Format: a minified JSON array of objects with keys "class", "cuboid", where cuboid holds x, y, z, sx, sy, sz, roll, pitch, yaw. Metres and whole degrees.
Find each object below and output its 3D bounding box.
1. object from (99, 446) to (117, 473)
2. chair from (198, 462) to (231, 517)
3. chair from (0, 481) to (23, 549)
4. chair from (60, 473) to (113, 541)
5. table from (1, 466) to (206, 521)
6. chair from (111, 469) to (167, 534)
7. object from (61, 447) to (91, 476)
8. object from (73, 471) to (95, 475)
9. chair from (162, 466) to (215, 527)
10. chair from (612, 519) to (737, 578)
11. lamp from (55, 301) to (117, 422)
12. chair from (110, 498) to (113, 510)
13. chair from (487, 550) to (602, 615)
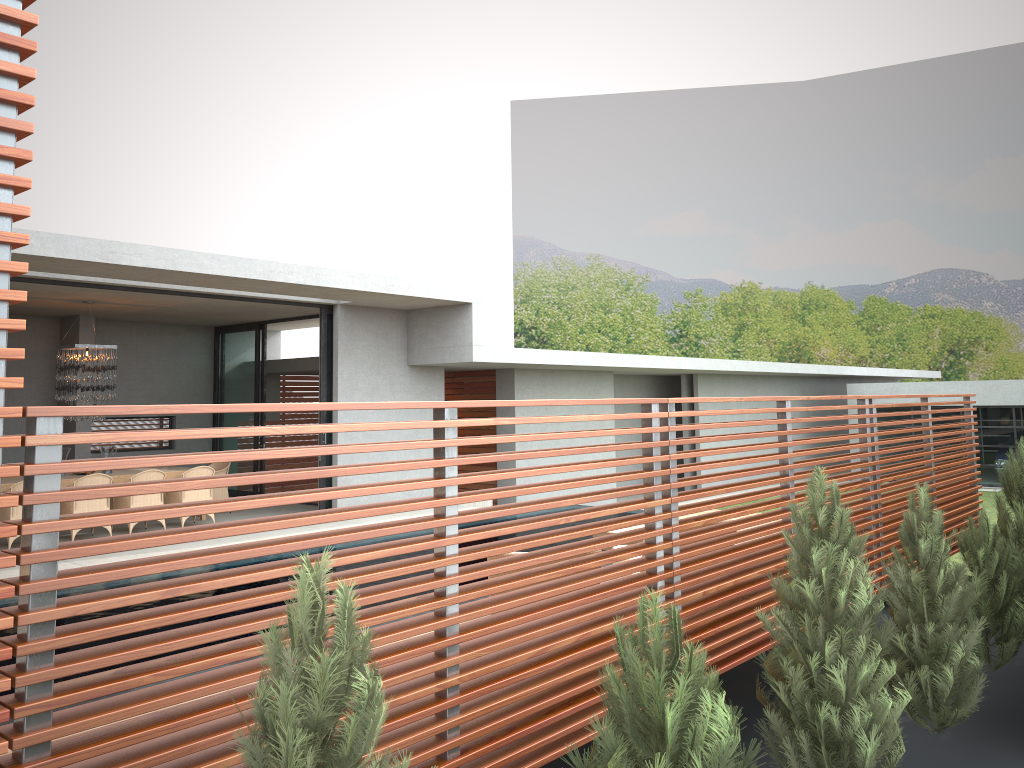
[{"class":"object","cuboid":[-5.860,1.094,12.800,0.192,0.390,0.191,-3,-5,22]},{"class":"chair","cuboid":[-4.831,1.625,14.060,0.615,0.870,0.628,-5,-6,40]},{"class":"chair","cuboid":[-6.037,1.583,10.933,0.628,0.870,0.615,-4,-6,40]},{"class":"chair","cuboid":[-5.555,1.586,11.492,0.628,0.870,0.615,-4,-6,40]},{"class":"table","cuboid":[-6.141,1.666,12.465,1.275,0.763,3.248,-3,-2,41]},{"class":"chair","cuboid":[-5.073,1.590,12.050,0.628,0.870,0.615,-4,-6,40]},{"class":"object","cuboid":[-6.236,1.092,12.434,0.540,0.389,0.323,1,-4,-33]},{"class":"object","cuboid":[-6.093,1.269,12.564,0.309,0.034,0.308,-1,-1,9]},{"class":"chair","cuboid":[-4.591,1.594,12.608,0.628,0.870,0.615,-4,-6,40]},{"class":"chair","cuboid":[1.350,1.456,7.704,0.700,0.833,2.281,-1,-2,0]},{"class":"lamp","cuboid":[-6.182,-0.323,12.848,0.615,1.770,0.617,-5,-7,40]},{"class":"chair","cuboid":[-6.267,1.646,14.010,0.628,0.870,0.615,-4,-6,40]},{"class":"chair","cuboid":[0.217,1.450,6.467,0.700,0.833,2.281,-1,-2,1]}]
